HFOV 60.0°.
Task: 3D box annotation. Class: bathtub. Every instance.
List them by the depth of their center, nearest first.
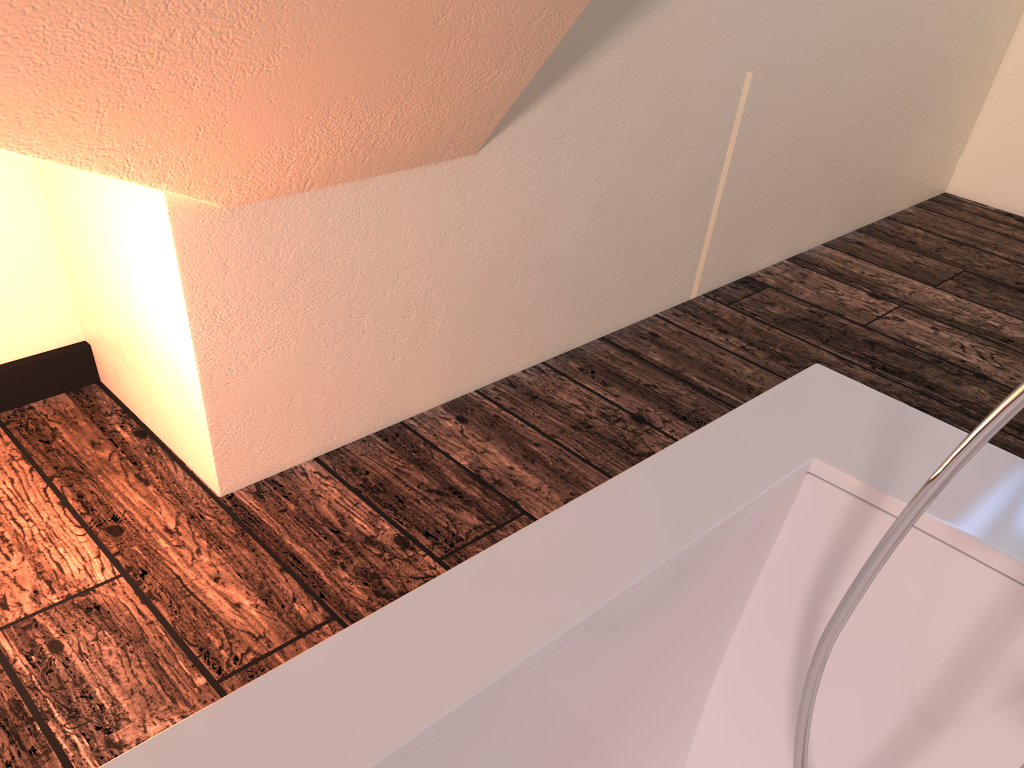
[{"bbox_3d":[-0.266,0.830,0.216,2.197,0.707,0.790,-26,46,-36],"label":"bathtub"}]

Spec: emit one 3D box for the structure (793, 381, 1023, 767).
[{"bbox_3d":[0.461,0.358,0.639,0.551,1.141,0.378,-15,41,-25],"label":"structure"}]
